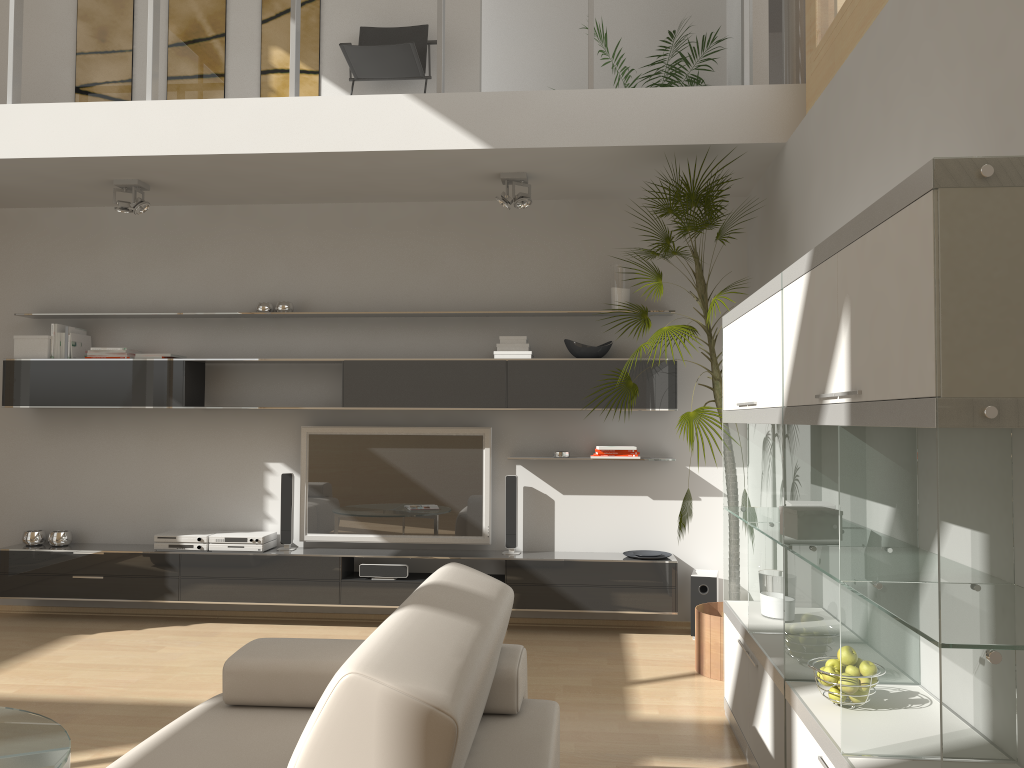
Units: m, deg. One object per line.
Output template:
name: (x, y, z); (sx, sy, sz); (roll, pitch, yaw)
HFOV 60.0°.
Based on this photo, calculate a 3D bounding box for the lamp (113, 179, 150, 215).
lamp: (-2.278, -1.111, 5.317); (0.214, 0.195, 0.150); (0, -2, 5)

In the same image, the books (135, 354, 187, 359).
books: (-2.252, -0.177, 5.700); (0.230, 0.017, 0.227); (0, -2, 5)

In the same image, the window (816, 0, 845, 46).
window: (1.386, -2.779, 3.083); (0.020, 2.200, 2.525); (0, -2, 5)

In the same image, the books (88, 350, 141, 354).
books: (-2.558, -0.201, 5.713); (0.254, 0.015, 0.190); (0, -2, 6)

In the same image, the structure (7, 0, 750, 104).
structure: (-1.192, -1.973, 4.822); (5.400, 0.900, 0.080); (0, -2, 5)

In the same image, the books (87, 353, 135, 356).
books: (-2.565, -0.186, 5.716); (0.254, 0.015, 0.190); (0, -2, 1)

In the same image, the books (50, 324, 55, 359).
books: (-2.926, -0.268, 5.775); (0.017, 0.227, 0.230); (0, -2, 5)

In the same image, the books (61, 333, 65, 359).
books: (-2.858, -0.238, 5.775); (0.027, 0.169, 0.230); (0, -2, 5)

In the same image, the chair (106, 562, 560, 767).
chair: (-0.482, 0.954, 2.215); (1.165, 0.846, 1.562); (0, -2, 5)

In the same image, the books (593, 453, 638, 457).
books: (0.638, 0.437, 5.463); (0.268, 0.011, 0.190); (0, -2, 6)

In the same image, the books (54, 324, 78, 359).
books: (-2.907, -0.267, 5.781); (0.017, 0.227, 0.230); (0, -2, 5)

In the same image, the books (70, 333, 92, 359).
books: (-2.803, -0.238, 5.773); (0.023, 0.169, 0.230); (0, -2, 5)

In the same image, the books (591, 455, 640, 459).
books: (0.634, 0.449, 5.463); (0.296, 0.013, 0.210); (0, -2, 5)

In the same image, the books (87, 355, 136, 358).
books: (-2.556, -0.173, 5.716); (0.268, 0.011, 0.190); (0, -2, 6)

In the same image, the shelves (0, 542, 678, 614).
shelves: (-1.121, 1.204, 5.555); (4.236, 0.312, 0.300); (0, -2, 5)

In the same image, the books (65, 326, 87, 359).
books: (-2.834, -0.259, 5.762); (0.021, 0.210, 0.207); (0, -2, 5)

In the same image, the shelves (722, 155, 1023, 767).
shelves: (1.030, 0.529, 2.713); (0.408, 1.756, 2.432); (0, -2, 5)

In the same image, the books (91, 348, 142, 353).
books: (-2.553, -0.217, 5.726); (0.227, 0.017, 0.230); (0, -2, 0)

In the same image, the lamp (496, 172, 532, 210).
lamp: (0.012, -1.106, 5.129); (0.214, 0.195, 0.150); (0, -2, 5)

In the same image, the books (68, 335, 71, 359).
books: (-2.819, -0.232, 5.761); (0.009, 0.156, 0.207); (0, -2, 5)

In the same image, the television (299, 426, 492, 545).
television: (-0.738, 0.639, 5.649); (1.224, 0.735, 0.096); (0, -2, 5)

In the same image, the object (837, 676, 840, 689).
object: (0.922, 0.821, 2.433); (0.058, 0.058, 0.058); (2, -3, -28)

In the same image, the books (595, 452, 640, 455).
books: (0.648, 0.423, 5.464); (0.254, 0.015, 0.190); (0, -2, 1)

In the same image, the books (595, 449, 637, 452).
books: (0.641, 0.409, 5.468); (0.254, 0.015, 0.190); (0, -2, 6)

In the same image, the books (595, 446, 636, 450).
books: (0.636, 0.392, 5.456); (0.227, 0.017, 0.230); (0, -2, 0)

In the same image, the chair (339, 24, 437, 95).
chair: (-0.779, -1.907, 5.492); (0.628, 0.825, 0.537); (0, -2, 5)

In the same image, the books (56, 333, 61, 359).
books: (-2.886, -0.239, 5.769); (0.027, 0.169, 0.230); (0, -2, 5)

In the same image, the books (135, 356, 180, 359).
books: (-2.265, -0.161, 5.705); (0.190, 0.015, 0.254); (0, -2, 11)

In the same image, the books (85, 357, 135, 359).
books: (-2.552, -0.161, 5.715); (0.297, 0.013, 0.210); (0, -2, 5)

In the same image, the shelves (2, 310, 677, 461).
shelves: (-1.115, 0.006, 5.603); (4.236, 0.914, 0.300); (0, -2, 5)

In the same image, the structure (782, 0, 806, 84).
structure: (1.516, -2.711, 4.788); (0.121, 2.400, 0.122); (2, -3, -43)

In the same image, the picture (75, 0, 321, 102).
picture: (-2.103, -2.771, 5.943); (1.684, 1.800, 0.010); (0, -2, 5)
